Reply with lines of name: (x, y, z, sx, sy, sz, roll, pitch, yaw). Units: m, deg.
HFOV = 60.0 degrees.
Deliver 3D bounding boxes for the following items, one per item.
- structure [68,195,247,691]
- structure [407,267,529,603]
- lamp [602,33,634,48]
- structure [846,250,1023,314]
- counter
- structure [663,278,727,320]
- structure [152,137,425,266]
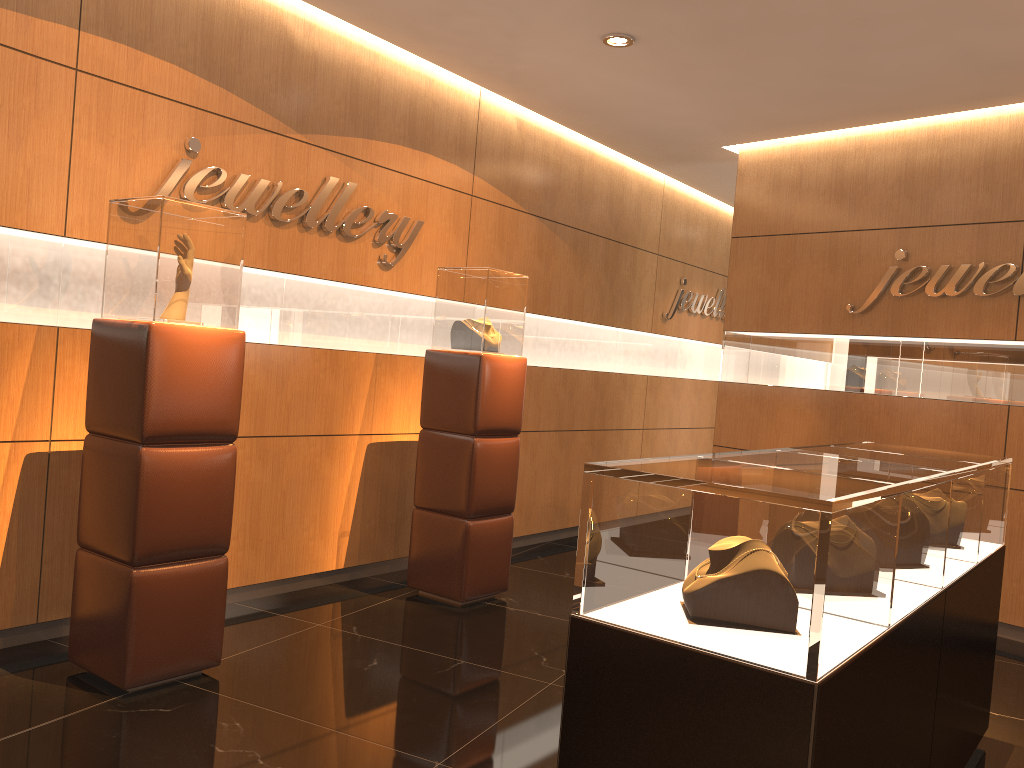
structure: (-1.501, 0.241, 3.806, 0.498, 2.000, 0.484, 6, 2, 36)
structure: (-0.254, 0.291, 5.474, 0.498, 1.968, 0.484, 6, 2, 36)
lamp: (0.597, -1.949, 4.964, 0.176, 0.068, 0.176, 5, 1, 31)
structure: (3.082, -0.646, 5.540, 0.034, 0.442, 2.050, 4, 2, -42)
counter: (1.115, 0.840, 3.001, 0.615, 1.173, 2.514, 6, 2, 37)
structure: (2.100, -0.813, 9.377, 0.034, 0.442, 2.050, 6, 2, 37)
structure: (-1.200, -0.987, 4.962, 0.034, 0.442, 2.050, 6, 2, 37)
